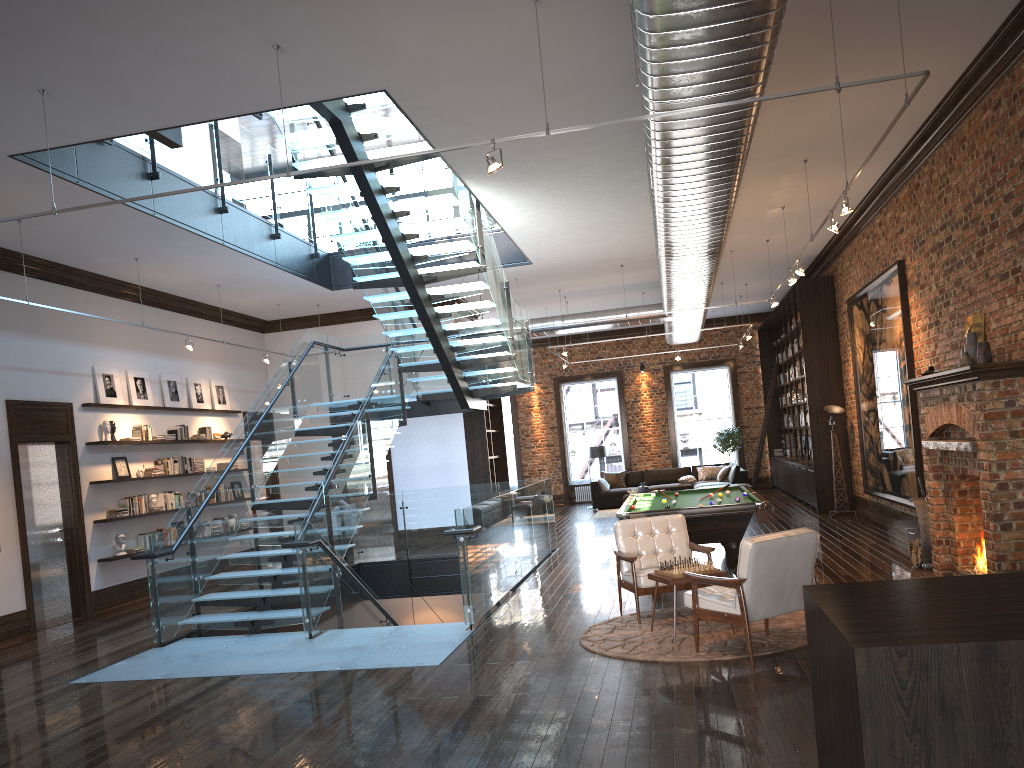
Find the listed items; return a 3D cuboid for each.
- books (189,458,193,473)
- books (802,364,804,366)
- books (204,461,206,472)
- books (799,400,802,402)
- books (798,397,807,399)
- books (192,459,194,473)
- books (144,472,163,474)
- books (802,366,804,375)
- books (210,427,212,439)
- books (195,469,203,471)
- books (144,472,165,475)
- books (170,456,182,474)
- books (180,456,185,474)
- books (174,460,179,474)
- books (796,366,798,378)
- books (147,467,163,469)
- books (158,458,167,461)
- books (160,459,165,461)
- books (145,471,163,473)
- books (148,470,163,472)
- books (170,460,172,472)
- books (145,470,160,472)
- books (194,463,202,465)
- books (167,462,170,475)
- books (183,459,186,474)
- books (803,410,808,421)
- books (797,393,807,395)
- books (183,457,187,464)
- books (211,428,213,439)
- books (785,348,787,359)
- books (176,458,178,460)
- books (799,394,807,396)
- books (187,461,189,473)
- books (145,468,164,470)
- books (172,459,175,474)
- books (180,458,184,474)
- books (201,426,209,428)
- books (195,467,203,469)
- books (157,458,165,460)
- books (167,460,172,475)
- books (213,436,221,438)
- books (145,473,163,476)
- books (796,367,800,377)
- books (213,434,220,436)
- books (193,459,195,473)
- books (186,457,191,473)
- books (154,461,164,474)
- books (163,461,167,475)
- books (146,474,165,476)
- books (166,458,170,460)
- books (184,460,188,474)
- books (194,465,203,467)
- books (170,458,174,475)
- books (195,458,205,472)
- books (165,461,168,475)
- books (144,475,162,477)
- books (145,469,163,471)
[{"bbox_3d":[-4.958,1.248,13.543,0.169,0.238,0.021,-6,1,11],"label":"books"},{"bbox_3d":[5.960,-0.282,17.891,0.186,0.244,0.079,-6,0,11],"label":"books"},{"bbox_3d":[-4.897,1.302,13.933,0.152,0.175,0.029,-6,1,11],"label":"books"},{"bbox_3d":[6.119,0.344,18.489,0.244,0.025,0.161,-6,-4,9],"label":"books"},{"bbox_3d":[6.114,0.288,18.493,0.293,0.008,0.158,-6,-4,13],"label":"books"},{"bbox_3d":[-4.956,1.262,13.586,0.162,0.216,0.015,-6,1,11],"label":"books"},{"bbox_3d":[-5.124,1.272,12.684,0.142,0.011,0.256,-6,-4,13],"label":"books"},{"bbox_3d":[5.956,-0.267,17.860,0.224,0.209,0.064,-6,0,11],"label":"books"},{"bbox_3d":[-4.890,0.795,14.215,0.156,0.210,0.015,-6,1,11],"label":"books"},{"bbox_3d":[-4.929,1.342,13.756,0.141,0.011,0.286,-6,-4,11],"label":"books"},{"bbox_3d":[-5.118,1.282,12.683,0.141,0.011,0.288,-6,-4,15],"label":"books"},{"bbox_3d":[-5.022,1.220,13.244,0.158,0.262,0.026,-6,1,11],"label":"books"},{"bbox_3d":[-5.009,1.224,13.329,0.159,0.265,0.011,-6,1,11],"label":"books"},{"bbox_3d":[-5.022,1.238,13.124,0.184,0.209,0.064,-6,0,11],"label":"books"},{"bbox_3d":[6.133,-0.251,18.821,0.190,0.284,0.013,-6,1,11],"label":"books"},{"bbox_3d":[-5.126,1.207,12.682,0.141,0.011,0.288,-6,-4,6],"label":"books"},{"bbox_3d":[-5.086,1.211,12.917,0.139,0.243,0.005,-5,1,11],"label":"books"},{"bbox_3d":[-5.097,1.215,12.905,0.132,0.236,0.009,-5,1,11],"label":"books"},{"bbox_3d":[-5.125,1.261,12.683,0.142,0.011,0.256,-6,-4,8],"label":"books"},{"bbox_3d":[-5.124,1.250,12.683,0.142,0.011,0.257,-6,-4,7],"label":"books"},{"bbox_3d":[-5.065,1.225,12.997,0.159,0.223,0.006,-6,1,11],"label":"books"},{"bbox_3d":[-5.127,1.240,12.683,0.142,0.011,0.256,-6,-4,8],"label":"books"},{"bbox_3d":[-4.934,1.246,13.754,0.142,0.011,0.256,-6,-4,8],"label":"books"},{"bbox_3d":[-5.066,1.235,12.908,0.160,0.191,0.006,-6,1,11],"label":"books"},{"bbox_3d":[-5.000,1.248,13.366,0.152,0.221,0.014,-6,1,11],"label":"books"},{"bbox_3d":[6.205,0.708,18.600,0.183,0.336,0.015,-5,1,11],"label":"books"},{"bbox_3d":[6.106,0.201,18.495,0.285,0.012,0.160,-6,-4,6],"label":"books"},{"bbox_3d":[-4.990,1.238,13.461,0.115,0.252,0.022,-5,1,11],"label":"books"},{"bbox_3d":[-4.883,0.809,14.229,0.159,0.183,0.014,-6,1,11],"label":"books"},{"bbox_3d":[6.380,-0.676,20.382,0.163,0.297,0.029,-5,1,11],"label":"books"},{"bbox_3d":[-5.033,1.231,13.193,0.151,0.236,0.026,-6,1,11],"label":"books"},{"bbox_3d":[6.108,0.219,18.494,0.243,0.015,0.165,-6,-4,13],"label":"books"},{"bbox_3d":[-4.978,1.269,13.483,0.130,0.191,0.024,-6,1,11],"label":"books"},{"bbox_3d":[-5.131,1.218,12.683,0.141,0.011,0.286,-6,-4,12],"label":"books"},{"bbox_3d":[-5.049,1.229,13.085,0.137,0.227,0.022,-6,1,11],"label":"books"},{"bbox_3d":[-5.008,1.235,13.282,0.164,0.235,0.025,-6,1,11],"label":"books"},{"bbox_3d":[-4.904,0.791,14.186,0.141,0.217,0.006,-6,1,11],"label":"books"},{"bbox_3d":[-4.928,1.310,13.755,0.141,0.011,0.287,-6,-4,8],"label":"books"},{"bbox_3d":[-5.092,1.208,12.937,0.137,0.254,0.033,-5,1,11],"label":"books"},{"bbox_3d":[-5.057,1.225,12.954,0.167,0.215,0.013,-6,1,11],"label":"books"},{"bbox_3d":[-4.846,0.867,14.399,0.155,0.028,0.191,-6,-4,5],"label":"books"},{"bbox_3d":[-5.118,1.293,12.683,0.142,0.011,0.257,-6,-4,6],"label":"books"},{"bbox_3d":[6.047,-0.250,18.377,0.272,0.241,0.083,-6,0,11],"label":"books"},{"bbox_3d":[-4.857,0.829,14.394,0.143,0.028,0.219,-6,-4,15],"label":"books"},{"bbox_3d":[-4.943,1.261,13.597,0.156,0.218,0.013,-6,1,11],"label":"books"},{"bbox_3d":[-4.978,1.238,13.510,0.143,0.257,0.049,-5,1,11],"label":"books"},{"bbox_3d":[-5.106,1.222,12.839,0.142,0.213,0.005,-6,1,11],"label":"books"},{"bbox_3d":[-5.085,1.222,12.857,0.153,0.212,0.005,-6,1,11],"label":"books"},{"bbox_3d":[-5.116,1.303,12.683,0.141,0.011,0.288,-6,-4,15],"label":"books"},{"bbox_3d":[-5.067,1.213,13.004,0.146,0.248,0.006,-5,1,11],"label":"books"},{"bbox_3d":[-4.985,1.256,13.416,0.136,0.209,0.066,-6,0,10],"label":"books"},{"bbox_3d":[-4.935,1.278,13.755,0.141,0.011,0.286,-6,-4,11],"label":"books"},{"bbox_3d":[-5.061,1.213,13.019,0.168,0.251,0.022,-6,1,11],"label":"books"},{"bbox_3d":[-4.893,1.275,13.906,0.142,0.224,0.012,-6,1,11],"label":"books"},{"bbox_3d":[-5.074,1.224,12.873,0.158,0.209,0.005,-6,1,11],"label":"books"},{"bbox_3d":[-5.122,1.315,12.684,0.141,0.011,0.286,-6,-4,12],"label":"books"},{"bbox_3d":[-5.126,1.229,12.682,0.142,0.011,0.257,-6,-4,7],"label":"books"}]
